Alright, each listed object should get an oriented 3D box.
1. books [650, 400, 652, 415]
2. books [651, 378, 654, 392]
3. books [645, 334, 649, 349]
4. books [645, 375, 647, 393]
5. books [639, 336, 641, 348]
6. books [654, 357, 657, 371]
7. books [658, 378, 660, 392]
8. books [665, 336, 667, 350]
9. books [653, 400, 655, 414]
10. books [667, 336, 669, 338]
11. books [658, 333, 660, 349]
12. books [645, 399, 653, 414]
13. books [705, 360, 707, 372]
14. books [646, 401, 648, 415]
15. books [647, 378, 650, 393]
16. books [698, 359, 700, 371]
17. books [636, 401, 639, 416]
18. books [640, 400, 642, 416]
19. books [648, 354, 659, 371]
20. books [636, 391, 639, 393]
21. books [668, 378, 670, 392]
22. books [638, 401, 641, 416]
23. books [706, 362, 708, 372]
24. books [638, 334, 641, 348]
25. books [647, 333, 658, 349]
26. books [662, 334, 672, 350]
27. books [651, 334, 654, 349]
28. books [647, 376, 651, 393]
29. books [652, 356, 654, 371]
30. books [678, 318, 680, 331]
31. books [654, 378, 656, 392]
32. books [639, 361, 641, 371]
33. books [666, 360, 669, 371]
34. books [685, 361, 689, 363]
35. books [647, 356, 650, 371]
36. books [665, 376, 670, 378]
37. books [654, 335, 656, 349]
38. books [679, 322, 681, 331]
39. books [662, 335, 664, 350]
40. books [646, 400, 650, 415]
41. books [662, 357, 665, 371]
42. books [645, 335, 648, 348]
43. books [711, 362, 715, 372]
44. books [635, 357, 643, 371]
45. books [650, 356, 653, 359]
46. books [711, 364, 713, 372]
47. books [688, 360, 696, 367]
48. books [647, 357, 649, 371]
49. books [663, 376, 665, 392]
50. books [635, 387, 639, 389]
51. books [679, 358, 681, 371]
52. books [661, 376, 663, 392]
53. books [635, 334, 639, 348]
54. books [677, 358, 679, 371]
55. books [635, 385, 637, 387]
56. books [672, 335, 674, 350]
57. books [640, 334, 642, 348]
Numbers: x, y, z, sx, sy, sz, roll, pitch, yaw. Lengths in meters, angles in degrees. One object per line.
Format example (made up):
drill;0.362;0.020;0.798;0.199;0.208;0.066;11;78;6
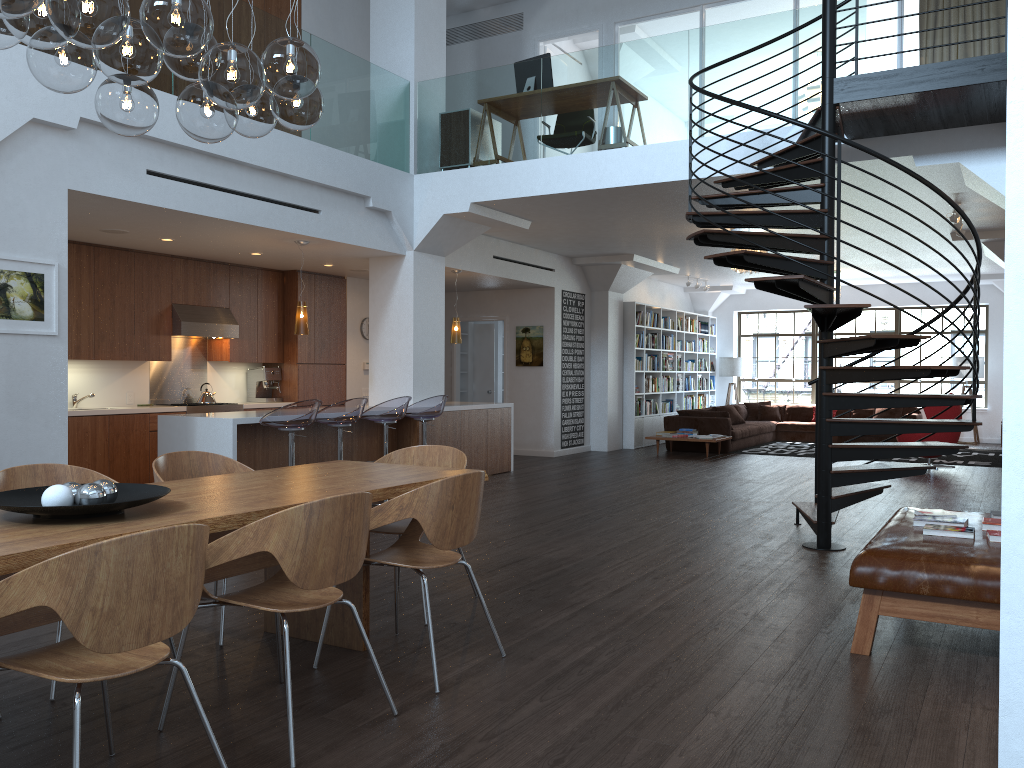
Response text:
books;2.320;0.401;15.288;0.171;0.246;0.039;1;1;30
books;2.379;0.022;15.378;0.171;0.246;0.057;1;1;30
books;2.242;-0.729;15.133;0.183;0.253;0.042;1;1;30
books;2.221;-0.001;15.070;0.140;0.298;0.044;1;1;30
books;2.054;-0.719;14.792;0.172;0.239;0.093;1;1;30
books;2.427;-0.348;15.441;0.174;0.239;0.045;1;1;30
books;2.505;0.016;15.596;0.183;0.253;0.034;1;1;30
books;2.678;-0.737;15.875;0.182;0.253;0.034;1;1;30
books;2.403;0.396;15.431;0.183;0.253;0.042;1;1;30
books;2.750;-0.737;16.013;0.159;0.250;0.026;1;1;30
books;2.502;-0.752;15.580;0.176;0.291;0.053;1;1;30
books;2.355;0.394;15.359;0.180;0.259;0.042;1;1;30
books;3.843;-0.369;17.939;0.174;0.236;0.142;1;1;29
books;2.224;0.410;15.129;0.176;0.231;0.053;1;1;30
books;2.272;0.024;15.198;0.171;0.246;0.057;1;1;30
books;3.630;-0.368;17.552;0.174;0.240;0.054;1;1;30
books;2.015;0.410;14.740;0.174;0.240;0.054;1;1;30
books;2.104;0.402;14.914;0.180;0.251;0.048;1;1;30
books;2.489;-0.374;15.562;0.176;0.294;0.102;1;1;30
books;1.997;0.134;14.768;0.197;0.035;0.284;1;1;20
books;2.760;0.012;16.029;0.183;0.253;0.034;1;1;29
books;2.062;0.402;14.842;0.183;0.253;0.042;1;1;30
books;3.878;-0.355;17.984;0.161;0.207;0.135;1;1;29
books;2.042;-0.716;14.749;0.172;0.235;0.112;1;1;30
books;2.461;-0.749;15.544;0.198;0.284;0.049;1;1;30
books;2.834;-0.758;16.161;0.176;0.290;0.053;1;1;30
books;2.356;-0.731;15.343;0.183;0.253;0.042;1;1;30
books;2.311;0.001;15.271;0.176;0.290;0.053;1;1;30
books;2.376;-0.354;15.354;0.182;0.253;0.034;1;1;30
books;3.018;-1.104;16.477;0.174;0.236;0.136;1;1;29
books;2.418;0.018;15.451;0.183;0.253;0.034;1;1;30
books;2.090;-0.304;14.819;0.120;0.167;0.020;1;1;30
books;2.745;-0.336;16.000;0.161;0.207;0.135;1;1;29
books;3.331;-0.346;17.019;0.140;0.206;0.042;1;1;30
books;2.274;-0.349;15.185;0.170;0.245;0.057;1;1;30
books;2.769;-0.007;16.064;0.176;0.290;0.036;1;1;29
books;2.421;-0.726;15.435;0.174;0.240;0.054;1;1;30
books;3.052;-1.090;16.521;0.161;0.207;0.130;1;1;29
books;2.597;-0.735;15.721;0.182;0.253;0.034;1;1;30
books;2.281;0.397;15.226;0.183;0.253;0.042;1;1;30
books;2.629;-0.352;15.797;0.174;0.240;0.054;1;1;30
books;2.196;-0.719;15.055;0.174;0.236;0.142;1;1;30
books;4.084;-0.363;18.347;0.182;0.215;0.188;1;1;30
books;2.123;-0.338;14.898;0.140;0.231;0.042;1;1;30
books;2.340;-0.354;15.336;0.182;0.253;0.034;1;1;30
books;4.032;-0.359;18.273;0.167;0.210;0.162;1;1;30
books;3.516;-0.362;17.338;0.140;0.231;0.042;1;1;30
books;2.252;-0.345;15.139;0.174;0.239;0.045;1;1;30
books;2.637;-0.004;15.826;0.176;0.290;0.053;1;1;29
books;1.993;0.067;14.764;0.174;0.032;0.254;1;1;25
books;3.059;-0.363;16.572;0.183;0.253;0.039;1;1;30
books;2.575;-0.001;15.734;0.198;0.284;0.066;1;1;29
books;2.024;-0.714;14.722;0.152;0.232;0.104;1;1;30
books;3.016;-0.364;16.476;0.174;0.251;0.051;1;1;30
books;1.996;0.038;14.767;0.144;0.025;0.204;1;1;20
books;2.860;-0.756;16.216;0.197;0.283;0.065;1;1;30
books;2.080;-0.720;14.823;0.174;0.242;0.105;1;1;30
